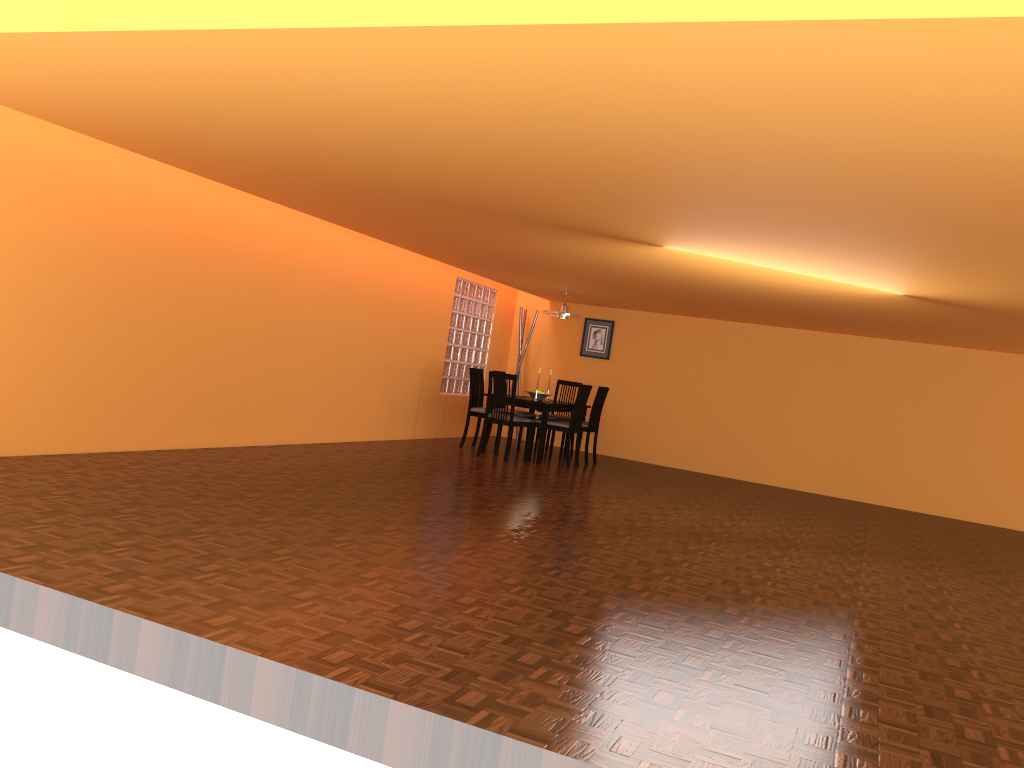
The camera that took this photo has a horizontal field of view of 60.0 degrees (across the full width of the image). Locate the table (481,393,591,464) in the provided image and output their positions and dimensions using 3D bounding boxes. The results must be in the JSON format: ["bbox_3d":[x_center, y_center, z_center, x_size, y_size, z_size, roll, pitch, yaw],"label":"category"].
[{"bbox_3d":[0.240,0.449,8.963,0.697,0.584,1.259,9,1,23],"label":"table"}]

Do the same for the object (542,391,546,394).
[{"bbox_3d":[0.323,0.109,8.920,0.055,0.070,0.066,8,1,4],"label":"object"}]

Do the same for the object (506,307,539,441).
[{"bbox_3d":[0.081,-0.111,10.497,0.308,1.589,0.226,10,2,45],"label":"object"}]

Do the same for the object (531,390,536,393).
[{"bbox_3d":[0.225,0.101,8.910,0.089,0.076,0.087,9,1,29],"label":"object"}]

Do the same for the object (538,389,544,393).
[{"bbox_3d":[0.291,0.089,8.991,0.069,0.066,0.069,9,1,33],"label":"object"}]

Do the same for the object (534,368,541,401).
[{"bbox_3d":[0.253,-0.002,8.648,0.044,0.326,0.044,9,1,11],"label":"object"}]

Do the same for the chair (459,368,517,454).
[{"bbox_3d":[-0.228,0.269,8.861,0.465,0.809,0.373,9,1,23],"label":"chair"}]

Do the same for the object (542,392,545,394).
[{"bbox_3d":[0.307,0.106,8.860,0.055,0.046,0.046,8,1,-14],"label":"object"}]

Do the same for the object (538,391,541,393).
[{"bbox_3d":[0.271,0.090,8.827,0.046,0.046,0.055,8,1,6],"label":"object"}]

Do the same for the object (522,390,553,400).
[{"bbox_3d":[0.260,0.122,8.924,0.337,0.072,0.337,8,1,-11],"label":"object"}]

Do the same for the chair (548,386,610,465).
[{"bbox_3d":[0.692,0.399,9.096,0.465,0.809,0.373,9,1,23],"label":"chair"}]

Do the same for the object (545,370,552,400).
[{"bbox_3d":[0.384,0.006,9.180,0.044,0.326,0.044,9,1,11],"label":"object"}]

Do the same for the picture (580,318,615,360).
[{"bbox_3d":[0.999,-0.531,10.403,0.361,0.456,0.014,9,1,23],"label":"picture"}]

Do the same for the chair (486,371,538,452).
[{"bbox_3d":[-0.006,0.290,9.393,0.465,0.809,0.373,9,1,23],"label":"chair"}]

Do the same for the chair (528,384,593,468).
[{"bbox_3d":[0.470,0.378,8.564,0.465,0.809,0.373,9,1,23],"label":"chair"}]

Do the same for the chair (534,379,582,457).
[{"bbox_3d":[0.523,0.362,9.650,0.373,0.809,0.465,9,1,18],"label":"chair"}]

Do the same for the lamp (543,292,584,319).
[{"bbox_3d":[0.551,-0.818,9.231,0.435,0.274,0.435,7,2,-45],"label":"lamp"}]

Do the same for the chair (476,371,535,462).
[{"bbox_3d":[-0.047,0.307,8.304,0.373,0.809,0.465,9,1,28],"label":"chair"}]
